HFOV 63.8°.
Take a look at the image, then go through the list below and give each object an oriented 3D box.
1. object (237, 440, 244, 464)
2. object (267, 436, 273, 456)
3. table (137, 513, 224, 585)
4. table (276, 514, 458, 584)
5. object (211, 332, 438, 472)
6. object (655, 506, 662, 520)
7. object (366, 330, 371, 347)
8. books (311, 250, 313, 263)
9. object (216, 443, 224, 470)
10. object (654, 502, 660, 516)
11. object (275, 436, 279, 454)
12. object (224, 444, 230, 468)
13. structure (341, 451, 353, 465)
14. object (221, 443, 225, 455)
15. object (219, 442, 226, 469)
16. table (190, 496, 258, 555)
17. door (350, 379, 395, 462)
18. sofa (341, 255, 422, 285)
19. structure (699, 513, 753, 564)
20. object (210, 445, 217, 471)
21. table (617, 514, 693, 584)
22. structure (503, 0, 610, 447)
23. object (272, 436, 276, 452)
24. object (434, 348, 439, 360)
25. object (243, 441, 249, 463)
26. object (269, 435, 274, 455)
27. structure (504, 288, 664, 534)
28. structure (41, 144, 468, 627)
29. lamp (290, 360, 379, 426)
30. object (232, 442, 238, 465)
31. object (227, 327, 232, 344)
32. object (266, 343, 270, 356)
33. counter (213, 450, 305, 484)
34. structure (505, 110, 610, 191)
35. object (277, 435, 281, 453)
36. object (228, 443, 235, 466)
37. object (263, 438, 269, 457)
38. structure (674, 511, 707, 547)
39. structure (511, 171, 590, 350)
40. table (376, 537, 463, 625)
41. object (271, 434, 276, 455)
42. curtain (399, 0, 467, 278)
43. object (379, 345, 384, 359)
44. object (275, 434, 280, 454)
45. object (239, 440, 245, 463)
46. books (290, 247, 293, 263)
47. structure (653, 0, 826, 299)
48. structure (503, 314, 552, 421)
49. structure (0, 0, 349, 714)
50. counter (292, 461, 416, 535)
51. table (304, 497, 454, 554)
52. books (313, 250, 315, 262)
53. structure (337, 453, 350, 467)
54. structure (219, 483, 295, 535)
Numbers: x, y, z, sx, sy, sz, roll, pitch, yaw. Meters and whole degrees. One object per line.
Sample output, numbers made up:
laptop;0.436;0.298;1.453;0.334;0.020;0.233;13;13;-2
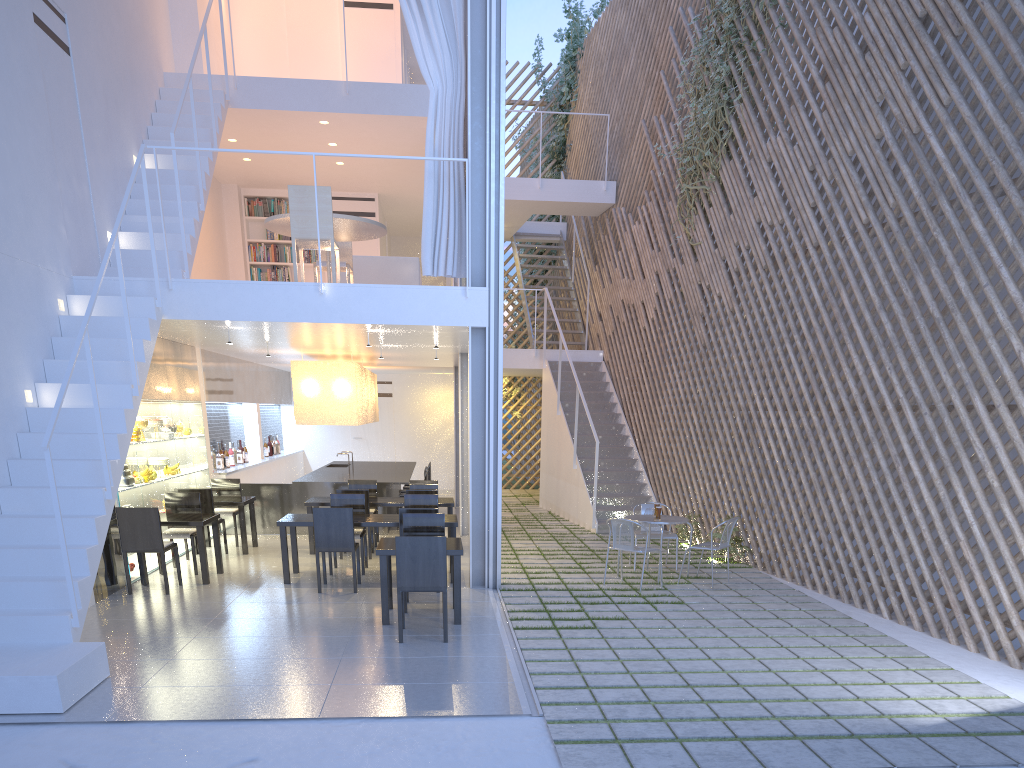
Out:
object;-2.227;0.556;6.721;0.046;0.219;0.042;0;17;-3
object;-2.327;0.598;7.900;0.044;0.209;0.041;-3;17;-13
table;-1.744;0.863;4.324;0.359;0.357;0.326;0;9;-5
table;-0.751;0.881;4.409;0.916;0.357;0.326;1;9;-5
object;-1.315;0.184;5.001;1.672;0.879;1.732;0;2;-7
object;0.783;0.691;4.402;0.030;0.083;0.030;13;20;38
object;-0.715;-0.227;4.099;0.029;0.085;0.026;2;16;6
books;-1.711;-1.091;7.062;0.015;0.133;0.085;-1;12;-5
object;-2.092;0.456;5.167;0.047;0.307;1.879;-1;-1;-5
object;0.807;0.697;4.585;0.030;0.083;0.030;13;20;38
object;-2.362;0.612;8.242;0.046;0.201;0.041;-1;17;-5
object;-2.100;0.455;5.182;0.058;0.311;2.287;-1;-1;-4
structure;-1.533;0.688;7.647;0.113;0.134;0.031;0;17;-5
object;-2.129;0.458;5.250;0.067;0.307;2.019;-1;-1;-5
object;-2.096;0.457;5.211;0.106;0.306;1.952;0;-1;-3
table;-1.824;0.891;5.200;0.359;0.357;0.326;0;9;-5
door;-1.902;0.486;6.709;0.479;1.250;5.206;3;0;8
sofa;-0.863;-0.578;5.550;0.500;0.393;0.926;0;1;-5
structure;1.322;0.953;5.073;0.293;0.348;0.294;-3;10;-20
object;-2.114;0.454;5.102;0.046;0.307;1.762;-1;-1;-4
table;0.788;0.907;4.556;0.337;0.360;0.333;-7;12;-42
structure;0.354;-1.487;9.632;1.117;4.869;3.035;-1;12;-7
object;-2.373;0.610;8.189;0.043;0.201;0.043;15;22;39
object;-0.466;-0.191;5.060;0.029;0.085;0.026;2;16;6
object;-2.252;0.574;6.947;0.041;0.196;0.039;-11;20;-33
object;-2.356;0.597;8.037;0.046;0.219;0.041;-1;17;-5
structure;0.399;0.154;6.779;1.182;2.109;1.819;-2;10;-12
structure;-0.825;-0.085;3.151;1.366;1.928;1.327;0;11;-5
lamp;-1.405;0.100;6.809;0.448;0.449;2.171;0;-1;-5
object;-2.232;0.560;6.603;0.043;0.201;0.043;16;22;40
object;-1.390;-0.239;4.042;0.029;0.085;0.026;2;16;6
object;-1.476;-0.209;4.974;0.029;0.085;0.026;2;16;6
counter;-2.297;0.914;7.595;0.233;0.460;3.424;-1;-1;-5
structure;0.239;-1.962;6.908;1.140;0.615;0.024;1;18;-5
object;-2.381;0.615;8.359;0.043;0.200;0.039;3;17;7
object;-2.214;0.555;6.486;0.044;0.200;0.039;0;17;-4
object;-2.334;0.601;7.801;0.041;0.196;0.039;-11;20;-33
structure;1.247;1.007;5.690;0.266;0.281;0.243;1;9;2
structure;0.358;-1.243;8.181;0.536;2.030;1.155;-3;13;-11
table;-0.397;0.859;3.602;0.359;0.357;0.326;0;9;-5
object;-2.367;0.600;8.119;0.046;0.219;0.042;0;17;-3
curtain;-0.446;-1.743;3.439;0.515;2.608;0.087;-1;18;-7
object;-0.801;-0.197;5.032;0.029;0.085;0.026;2;16;6
object;-2.377;0.605;8.297;0.045;0.219;0.043;13;21;35
object;-2.261;0.565;6.878;0.044;0.209;0.041;-3;17;-13
books;-1.879;-1.097;7.057;0.021;0.141;0.064;-1;14;-5
structure;1.416;-2.027;4.779;0.740;2.929;2.181;-3;11;-14
structure;-0.123;0.210;9.344;1.145;2.154;0.263;0;18;-5
structure;-1.062;-0.684;3.629;1.731;3.559;3.395;-1;8;-5
counter;-1.259;0.935;7.092;0.815;0.398;2.372;1;-1;-5
table;-0.831;0.909;5.286;0.916;0.357;0.326;1;9;-5
books;-1.694;-1.089;7.068;0.018;0.130;0.078;-1;13;-5
structure;-1.504;0.678;7.330;0.113;0.134;0.031;0;17;-5
structure;-1.834;0.892;5.862;0.556;0.400;0.011;0;18;-5
